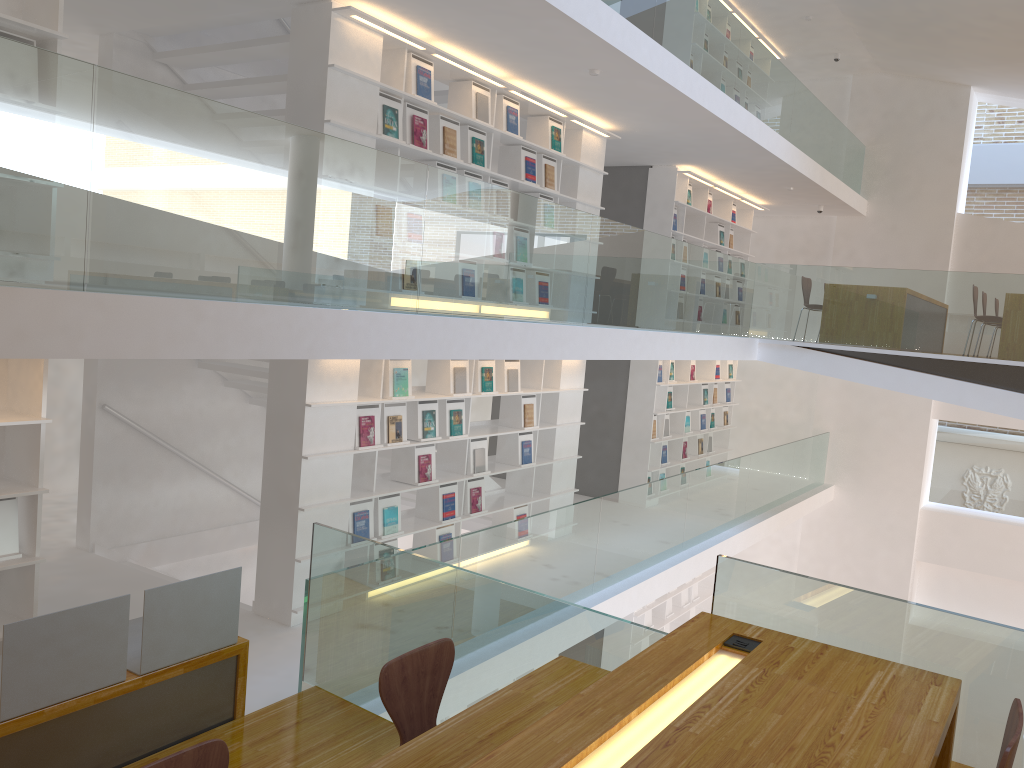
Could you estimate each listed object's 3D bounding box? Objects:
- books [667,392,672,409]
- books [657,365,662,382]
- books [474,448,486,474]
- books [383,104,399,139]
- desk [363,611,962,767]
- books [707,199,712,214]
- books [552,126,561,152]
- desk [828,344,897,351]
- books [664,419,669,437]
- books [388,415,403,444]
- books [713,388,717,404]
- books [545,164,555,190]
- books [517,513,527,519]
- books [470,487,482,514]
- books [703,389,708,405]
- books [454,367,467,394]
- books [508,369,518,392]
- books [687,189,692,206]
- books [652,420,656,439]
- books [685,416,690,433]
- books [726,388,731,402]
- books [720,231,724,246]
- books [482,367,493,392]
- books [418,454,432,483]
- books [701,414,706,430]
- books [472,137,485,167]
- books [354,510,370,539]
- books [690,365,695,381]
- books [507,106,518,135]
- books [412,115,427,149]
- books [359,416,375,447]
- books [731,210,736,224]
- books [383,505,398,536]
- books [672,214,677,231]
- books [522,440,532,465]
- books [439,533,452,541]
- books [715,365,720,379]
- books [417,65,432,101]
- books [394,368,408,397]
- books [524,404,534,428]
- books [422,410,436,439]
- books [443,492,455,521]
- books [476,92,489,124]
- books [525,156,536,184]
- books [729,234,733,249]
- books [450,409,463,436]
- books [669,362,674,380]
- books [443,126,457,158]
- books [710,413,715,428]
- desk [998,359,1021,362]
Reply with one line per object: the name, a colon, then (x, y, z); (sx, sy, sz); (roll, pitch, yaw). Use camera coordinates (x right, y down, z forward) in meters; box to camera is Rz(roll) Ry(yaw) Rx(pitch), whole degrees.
books: (1.879, 0.200, 10.589); (0.037, 0.210, 0.145); (8, 5, 32)
books: (1.701, -0.111, 10.243); (0.037, 0.210, 0.145); (8, 5, 32)
books: (-0.262, 0.632, 7.202); (0.037, 0.210, 0.145); (8, 5, 32)
books: (-0.801, -1.724, 5.860); (0.037, 0.210, 0.145); (8, 5, 32)
desk: (-0.170, 1.239, 1.526); (1.285, 0.918, 3.236); (8, 5, 32)
books: (2.439, -2.169, 10.966); (0.037, 0.210, 0.145); (8, 5, 32)
books: (0.382, -2.100, 7.628); (0.037, 0.210, 0.145); (8, 5, 32)
desk: (4.287, -0.696, 10.030); (0.760, 0.606, 3.194); (8, 5, 32)
books: (1.843, 0.529, 10.603); (0.037, 0.210, 0.145); (8, 5, 32)
books: (-0.827, 0.330, 6.275); (0.037, 0.210, 0.145); (8, 5, 32)
books: (2.729, 0.161, 11.921); (0.037, 0.210, 0.145); (8, 5, 32)
books: (0.324, -1.772, 7.613); (0.037, 0.210, 0.145); (8, 5, 32)
books: (0.087, 1.266, 7.891); (0.037, 0.210, 0.145); (8, 5, 32)
books: (-0.293, 0.950, 7.228); (0.037, 0.210, 0.145); (8, 5, 32)
books: (2.540, 0.169, 11.626); (0.037, 0.210, 0.145); (8, 5, 32)
books: (-0.398, -0.024, 6.848); (0.037, 0.210, 0.145); (8, 5, 32)
books: (0.009, -0.020, 7.489); (0.037, 0.210, 0.145); (8, 5, 32)
books: (2.070, -2.170, 10.386); (0.037, 0.210, 0.145); (8, 5, 32)
books: (1.635, 0.527, 10.282); (0.037, 0.210, 0.145); (8, 5, 32)
books: (2.211, 0.509, 11.182); (0.037, 0.210, 0.145); (8, 5, 32)
books: (3.020, 0.166, 12.373); (0.037, 0.210, 0.145); (8, 5, 32)
books: (2.714, -1.869, 11.462); (0.037, 0.210, 0.145); (8, 5, 32)
books: (-0.199, -0.031, 7.160); (0.037, 0.210, 0.145); (8, 5, 32)
books: (-0.647, 0.632, 6.603); (0.037, 0.210, 0.145); (8, 5, 32)
books: (2.514, 0.503, 11.651); (0.037, 0.210, 0.145); (8, 5, 32)
books: (-0.254, -1.748, 6.705); (0.037, 0.210, 0.145); (8, 5, 32)
books: (-1.030, 0.977, 6.071); (0.037, 0.210, 0.145); (8, 5, 32)
books: (2.266, -0.132, 11.131); (0.037, 0.210, 0.145); (8, 5, 32)
books: (0.005, -2.087, 7.038); (0.037, 0.210, 0.145); (8, 5, 32)
books: (-0.635, -1.734, 6.115); (0.037, 0.210, 0.145); (8, 5, 32)
books: (-0.982, 0.323, 6.011); (0.037, 0.210, 0.145); (8, 5, 32)
books: (2.929, -2.189, 11.731); (0.037, 0.210, 0.145); (8, 5, 32)
books: (-0.865, 0.982, 6.331); (0.037, 0.210, 0.145); (8, 5, 32)
books: (1.844, -1.834, 10.097); (0.037, 0.210, 0.145); (8, 5, 32)
books: (0.132, 0.607, 7.815); (0.037, 0.210, 0.145); (8, 5, 32)
books: (-0.519, 1.281, 6.939); (0.037, 0.210, 0.145); (8, 5, 32)
books: (2.756, -0.151, 11.896); (0.037, 0.210, 0.145); (8, 5, 32)
books: (-0.604, -2.062, 6.089); (0.037, 0.210, 0.145); (8, 5, 32)
books: (-0.782, -0.008, 6.249); (0.037, 0.210, 0.145); (8, 5, 32)
books: (0.148, 0.281, 7.776); (0.037, 0.210, 0.145); (8, 5, 32)
books: (-0.615, 0.301, 6.586); (0.037, 0.210, 0.145); (8, 5, 32)
books: (-0.491, 0.958, 6.919); (0.037, 0.210, 0.145); (8, 5, 32)
books: (-0.222, -2.076, 6.685); (0.037, 0.210, 0.145); (8, 5, 32)
books: (0.154, -1.768, 7.347); (0.037, 0.210, 0.145); (8, 5, 32)
books: (2.903, -1.877, 11.757); (0.037, 0.210, 0.145); (8, 5, 32)
books: (-0.430, 0.305, 6.868); (0.037, 0.210, 0.145); (8, 5, 32)
books: (1.894, -0.152, 10.542); (0.037, 0.210, 0.145); (8, 5, 32)
books: (-0.448, -1.741, 6.408); (0.037, 0.210, 0.145); (8, 5, 32)
books: (2.695, 0.496, 11.934); (0.037, 0.210, 0.145); (8, 5, 32)
desk: (5.816, -0.411, 9.057); (1.248, 0.757, 3.196); (8, 5, 32)
